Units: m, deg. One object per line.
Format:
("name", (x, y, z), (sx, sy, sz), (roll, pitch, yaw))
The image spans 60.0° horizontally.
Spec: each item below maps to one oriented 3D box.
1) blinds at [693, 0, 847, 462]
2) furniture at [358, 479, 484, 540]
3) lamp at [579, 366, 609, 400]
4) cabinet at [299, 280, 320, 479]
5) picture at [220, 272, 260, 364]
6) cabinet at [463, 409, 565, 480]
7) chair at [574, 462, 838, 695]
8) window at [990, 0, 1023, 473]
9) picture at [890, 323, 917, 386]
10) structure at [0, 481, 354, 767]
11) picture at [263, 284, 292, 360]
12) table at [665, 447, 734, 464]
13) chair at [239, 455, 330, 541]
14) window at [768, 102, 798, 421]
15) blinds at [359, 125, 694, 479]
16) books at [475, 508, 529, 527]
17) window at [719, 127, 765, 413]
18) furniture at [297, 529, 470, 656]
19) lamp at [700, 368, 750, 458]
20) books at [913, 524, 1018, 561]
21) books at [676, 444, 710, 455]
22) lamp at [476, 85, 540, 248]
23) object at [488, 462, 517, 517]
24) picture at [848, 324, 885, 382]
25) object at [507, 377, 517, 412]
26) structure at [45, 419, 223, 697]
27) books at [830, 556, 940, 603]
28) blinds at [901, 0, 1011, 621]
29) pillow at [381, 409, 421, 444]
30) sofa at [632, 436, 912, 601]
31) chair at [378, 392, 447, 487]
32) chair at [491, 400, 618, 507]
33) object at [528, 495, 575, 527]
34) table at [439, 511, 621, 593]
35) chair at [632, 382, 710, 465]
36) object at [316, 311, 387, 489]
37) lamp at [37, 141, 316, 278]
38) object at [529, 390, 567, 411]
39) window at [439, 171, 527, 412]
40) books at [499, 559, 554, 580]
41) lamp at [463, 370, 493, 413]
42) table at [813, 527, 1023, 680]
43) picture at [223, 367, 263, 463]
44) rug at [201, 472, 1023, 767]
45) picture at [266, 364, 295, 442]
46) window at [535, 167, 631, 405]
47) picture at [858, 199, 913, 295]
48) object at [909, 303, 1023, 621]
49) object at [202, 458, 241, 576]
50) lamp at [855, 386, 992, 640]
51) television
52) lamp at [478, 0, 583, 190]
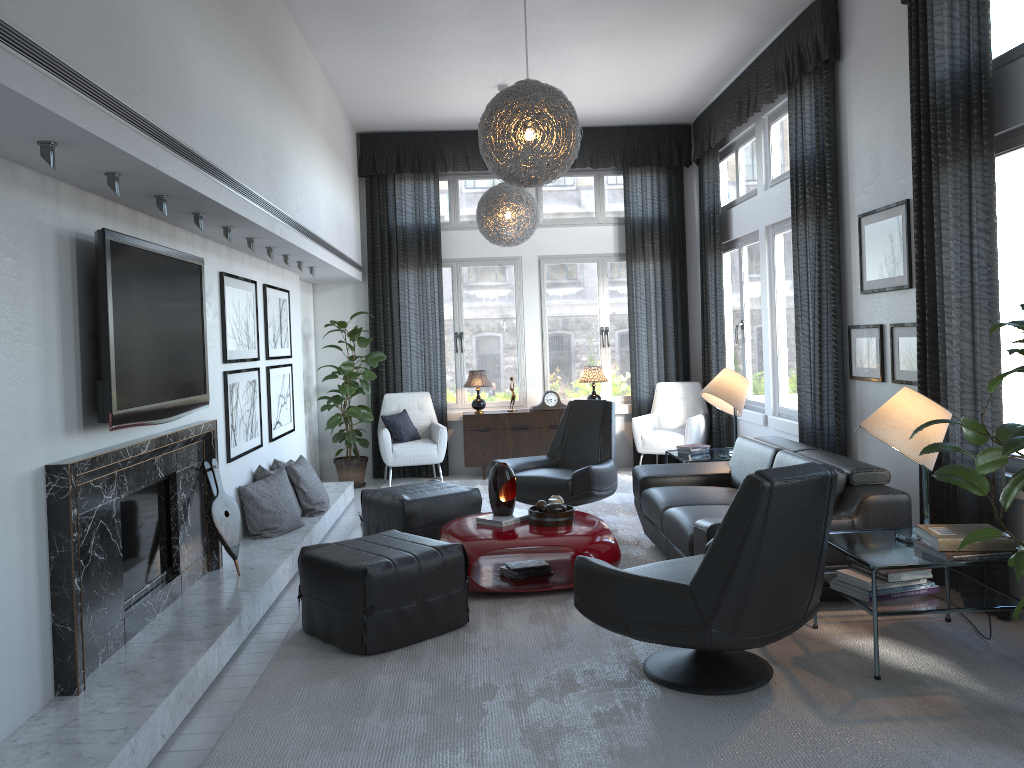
("blinds", (1.878, -0.785, 6.952), (0.189, 3.276, 3.215), (-2, 2, -3))
("furniture", (-0.572, 0.833, 5.537), (0.599, 0.378, 0.614), (-4, 3, -39))
("lamp", (0.765, 0.029, 8.291), (0.280, 0.397, 0.281), (-2, 1, 23))
("cabinet", (-1.942, 0.016, 7.920), (0.191, 1.894, 1.173), (-2, 1, -2))
("picture", (-1.657, -0.395, 5.423), (0.020, 0.522, 0.792), (-2, 2, -2))
("cabinet", (0.249, 0.552, 8.318), (1.399, 0.612, 0.386), (-2, 1, -3))
("chair", (0.767, 0.668, 3.228), (0.841, 0.810, 0.804), (-3, 2, -30))
("window", (2.164, -0.755, 3.607), (0.133, 2.322, 1.269), (-2, 1, -2))
("picture", (2.095, -0.158, 4.648), (0.020, 0.326, 0.428), (-2, 2, -2))
("structure", (-1.353, 1.052, 3.762), (0.393, 0.135, 7.214), (-2, 3, -2))
("picture", (-1.703, -0.444, 6.462), (0.020, 0.522, 0.792), (-2, 2, -2))
("table", (1.451, 0.700, 6.307), (0.593, 0.410, 0.594), (-2, 2, -2))
("chair", (-1.452, 0.703, 5.871), (0.391, 0.431, 1.337), (-2, 3, -2))
("window", (2.048, -0.878, 6.239), (0.133, 2.322, 1.269), (-2, 1, -2))
("blinds", (0.190, -0.795, 8.485), (3.212, 3.276, 0.189), (-2, 0, -3))
("books", (-0.019, 0.717, 4.765), (0.201, 0.030, 0.307), (0, 4, 42))
("window", (1.985, -0.944, 7.657), (0.133, 2.322, 1.269), (-2, 1, -2))
("furniture", (-0.585, 0.909, 3.980), (0.614, 0.378, 0.598), (-4, 3, -44))
("lamp", (1.730, 0.405, 5.799), (0.475, 1.014, 1.168), (-3, 2, -28))
("books", (1.710, 0.595, 3.358), (0.320, 0.075, 0.279), (-2, 3, 2))
("books", (1.315, 0.474, 6.444), (0.215, 0.050, 0.161), (-4, 3, -30))
("lamp", (-0.048, -1.742, 7.095), (0.512, 1.306, 0.515), (-2, 1, -8))
("object", (-0.053, 0.563, 4.764), (0.151, 0.280, 0.153), (-1, 1, 37))
("picture", (2.071, -0.183, 5.188), (0.020, 0.326, 0.428), (-2, 2, -2))
("object", (-0.003, 0.095, 8.286), (0.096, 0.324, 0.096), (-2, 1, -3))
("structure", (-1.737, 0.694, 3.751), (0.521, 0.923, 1.688), (-2, 2, -2))
("books", (1.441, 0.740, 3.395), (0.322, 0.115, 0.279), (-3, 3, -18))
("blinds", (2.058, -0.594, 2.877), (0.189, 3.276, 3.215), (-2, 2, -3))
("pillow", (-1.005, 0.386, 8.053), (0.252, 0.295, 0.357), (-1, 2, 24))
("sofa", (1.276, 0.669, 4.831), (0.936, 0.616, 1.906), (-2, 3, -2))
("chair", (-0.915, 0.500, 8.062), (0.594, 0.823, 0.613), (-2, 1, -12))
("chair", (0.395, 0.538, 6.201), (0.840, 0.810, 0.805), (-1, 2, 35))
("object", (0.207, 0.666, 4.673), (0.242, 0.133, 0.242), (-1, 3, 35))
("table", (0.069, 0.879, 4.755), (0.942, 0.300, 0.940), (-2, 3, -3))
("chair", (1.474, 0.407, 8.153), (0.593, 0.823, 0.613), (-1, 1, 28))
("object", (-1.445, 0.144, 7.950), (0.935, 1.589, 0.640), (-1, 1, 43))
("lamp", (-1.428, -0.751, 4.646), (0.053, 0.081, 4.257), (-2, 3, -2))
("object", (0.364, 0.152, 8.287), (0.406, 0.180, 0.181), (-2, 2, -3))
("window", (-0.527, -0.895, 8.584), (1.268, 2.322, 0.133), (-2, 0, -3))
("books", (0.079, 0.994, 4.774), (0.272, 0.054, 0.204), (-3, 3, -27))
("lamp", (-0.314, 0.072, 8.244), (0.280, 0.397, 0.281), (-2, 1, 23))
("table", (1.576, 0.832, 3.474), (0.593, 0.410, 0.594), (-2, 2, -2))
("picture", (-1.638, 0.170, 5.427), (0.020, 0.522, 0.792), (-2, 2, -2))
("rug", (0.456, 1.030, 4.357), (2.954, 0.032, 7.776), (-2, 3, -2))
("picture", (-1.681, 0.121, 6.467), (0.020, 0.522, 0.792), (-2, 2, -2))
("window", (0.889, -0.951, 8.646), (1.268, 2.322, 0.133), (-2, 0, -3))
("picture", (2.061, -0.745, 4.914), (0.020, 0.467, 0.589), (-2, 2, -2))
("object", (1.620, 0.406, 2.636), (0.784, 1.330, 0.536), (-2, 1, 8))
("object", (-1.449, 0.666, 4.451), (0.175, 0.580, 0.196), (-2, 1, -22))
("lamp", (1.811, 0.491, 3.953), (0.474, 1.014, 1.169), (-2, 2, 23))
("television", (-1.528, -0.209, 3.749), (0.129, 0.751, 1.160), (-2, 2, -2))
("lamp", (0.075, -1.614, 4.351), (0.515, 1.306, 0.512), (-2, 1, -8))
